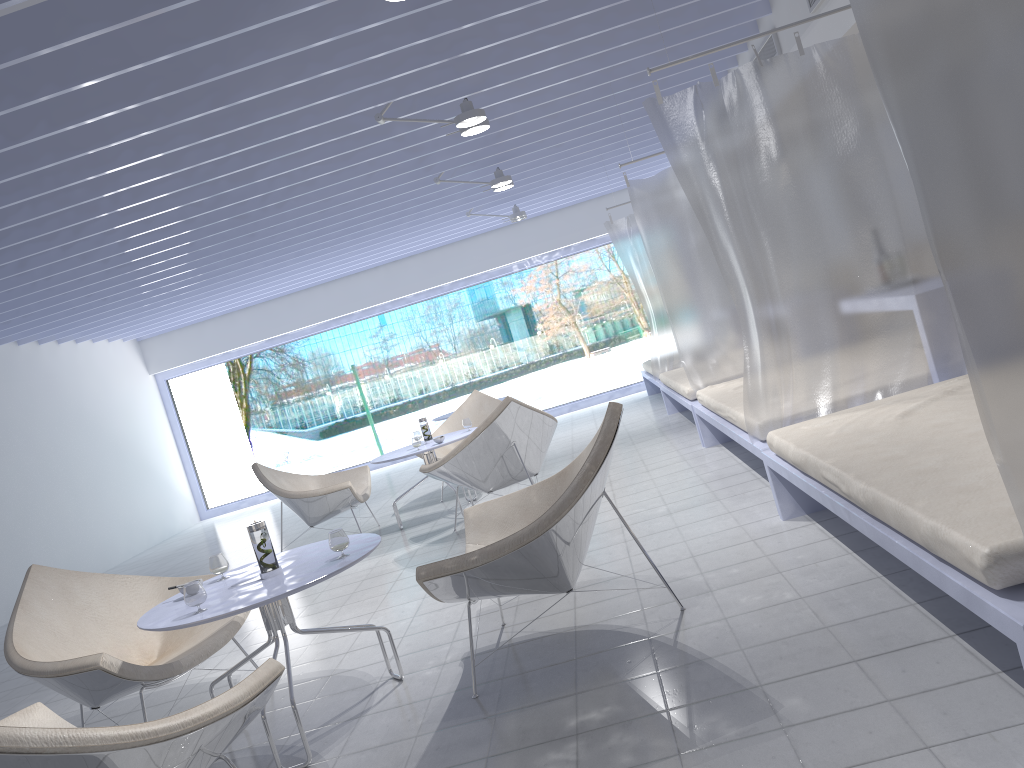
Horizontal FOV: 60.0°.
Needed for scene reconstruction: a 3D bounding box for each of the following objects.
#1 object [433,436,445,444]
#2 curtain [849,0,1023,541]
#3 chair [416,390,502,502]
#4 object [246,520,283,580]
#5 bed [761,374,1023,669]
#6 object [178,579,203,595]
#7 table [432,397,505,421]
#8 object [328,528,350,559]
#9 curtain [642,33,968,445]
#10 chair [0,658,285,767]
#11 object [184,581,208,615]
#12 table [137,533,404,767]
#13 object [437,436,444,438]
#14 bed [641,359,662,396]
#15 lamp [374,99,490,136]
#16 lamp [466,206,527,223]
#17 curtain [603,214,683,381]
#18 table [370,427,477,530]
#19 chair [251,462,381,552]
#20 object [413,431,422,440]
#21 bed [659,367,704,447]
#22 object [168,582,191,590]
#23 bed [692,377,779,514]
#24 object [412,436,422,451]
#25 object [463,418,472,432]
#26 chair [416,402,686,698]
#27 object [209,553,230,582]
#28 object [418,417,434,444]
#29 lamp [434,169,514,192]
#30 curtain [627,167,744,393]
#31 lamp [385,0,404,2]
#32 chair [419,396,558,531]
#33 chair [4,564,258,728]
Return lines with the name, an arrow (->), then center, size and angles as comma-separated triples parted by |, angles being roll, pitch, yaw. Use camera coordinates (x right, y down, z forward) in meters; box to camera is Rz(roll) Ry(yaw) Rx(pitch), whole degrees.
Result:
object -> -0.496, 0.385, 6.067 | 0.082, 0.043, 0.082 | -18, 3, -27
curtain -> 1.634, -0.602, 1.457 | 1.998, 1.559, 0.125 | -17, 3, 3
chair -> -0.287, 0.448, 7.308 | 0.906, 0.759, 0.753 | -16, 3, 15
object -> -0.832, 0.554, 2.973 | 0.075, 0.185, 0.075 | -18, 3, -32
bed -> 1.969, 0.156, 2.602 | 2.016, 0.427, 2.200 | -17, 3, 5
object -> -1.101, 0.706, 3.051 | 0.082, 0.043, 0.082 | -17, 3, 6
table -> -0.343, 0.503, 9.062 | 0.823, 0.534, 0.825 | -19, 3, -38
object -> -0.569, 0.526, 2.923 | 0.068, 0.091, 0.068 | -17, 3, -5
curtain -> 1.737, -0.756, 3.669 | 2.050, 1.552, 0.151 | -17, 3, 5
chair -> -1.054, 0.923, 2.011 | 0.906, 0.759, 0.753 | -16, 3, 19
object -> -0.972, 0.656, 2.725 | 0.068, 0.091, 0.068 | -17, 3, -5
table -> -0.764, 0.908, 3.015 | 0.825, 0.534, 0.823 | -18, 3, -18
object -> -0.490, 0.364, 6.036 | 0.012, 0.016, 0.098 | -18, 3, -29
bed -> 2.424, -0.281, 9.197 | 2.022, 0.422, 2.200 | -17, 3, 5
lamp -> -0.440, -1.449, 4.849 | 0.587, 0.218, 0.380 | -17, 3, 5
lamp -> -0.162, -1.725, 9.030 | 0.587, 0.218, 0.380 | -17, 3, 5
curtain -> 2.029, -1.046, 8.068 | 2.050, 1.552, 0.151 | -17, 3, 5
table -> -0.541, 0.687, 6.351 | 0.825, 0.534, 0.823 | -17, 3, -4
chair -> -1.444, 0.836, 6.466 | 0.753, 0.759, 0.906 | -17, 3, 0
object -> -0.703, 0.397, 6.605 | 0.068, 0.091, 0.068 | -16, 3, 27
bed -> 2.261, -0.134, 6.998 | 2.016, 0.427, 2.200 | -17, 3, 5
object -> -1.137, 0.696, 3.057 | 0.098, 0.016, 0.012 | -17, 3, 4
bed -> 2.131, 0.009, 4.800 | 2.022, 0.422, 2.200 | -17, 3, 5
object -> -0.649, 0.407, 6.037 | 0.068, 0.091, 0.068 | -15, 3, 33
object -> -0.319, 0.292, 6.360 | 0.068, 0.091, 0.068 | -17, 3, -3
chair -> 0.132, 0.515, 3.091 | 0.753, 0.759, 0.906 | -16, 3, 9
object -> -1.053, 0.660, 3.194 | 0.068, 0.091, 0.068 | -17, 3, -5
object -> -0.619, 0.332, 6.357 | 0.075, 0.189, 0.075 | -17, 3, -4
lamp -> -0.302, -1.586, 6.929 | 0.587, 0.218, 0.380 | -17, 3, 5
curtain -> 1.927, -0.892, 5.856 | 1.998, 1.559, 0.125 | -17, 3, 3
lamp -> -0.579, -1.312, 2.768 | 0.587, 0.218, 0.380 | -17, 3, 5
chair -> -0.054, 0.459, 5.534 | 0.906, 0.759, 0.753 | -18, 3, -25
chair -> -1.493, 0.992, 3.397 | 0.753, 0.759, 0.906 | -16, 3, 22
